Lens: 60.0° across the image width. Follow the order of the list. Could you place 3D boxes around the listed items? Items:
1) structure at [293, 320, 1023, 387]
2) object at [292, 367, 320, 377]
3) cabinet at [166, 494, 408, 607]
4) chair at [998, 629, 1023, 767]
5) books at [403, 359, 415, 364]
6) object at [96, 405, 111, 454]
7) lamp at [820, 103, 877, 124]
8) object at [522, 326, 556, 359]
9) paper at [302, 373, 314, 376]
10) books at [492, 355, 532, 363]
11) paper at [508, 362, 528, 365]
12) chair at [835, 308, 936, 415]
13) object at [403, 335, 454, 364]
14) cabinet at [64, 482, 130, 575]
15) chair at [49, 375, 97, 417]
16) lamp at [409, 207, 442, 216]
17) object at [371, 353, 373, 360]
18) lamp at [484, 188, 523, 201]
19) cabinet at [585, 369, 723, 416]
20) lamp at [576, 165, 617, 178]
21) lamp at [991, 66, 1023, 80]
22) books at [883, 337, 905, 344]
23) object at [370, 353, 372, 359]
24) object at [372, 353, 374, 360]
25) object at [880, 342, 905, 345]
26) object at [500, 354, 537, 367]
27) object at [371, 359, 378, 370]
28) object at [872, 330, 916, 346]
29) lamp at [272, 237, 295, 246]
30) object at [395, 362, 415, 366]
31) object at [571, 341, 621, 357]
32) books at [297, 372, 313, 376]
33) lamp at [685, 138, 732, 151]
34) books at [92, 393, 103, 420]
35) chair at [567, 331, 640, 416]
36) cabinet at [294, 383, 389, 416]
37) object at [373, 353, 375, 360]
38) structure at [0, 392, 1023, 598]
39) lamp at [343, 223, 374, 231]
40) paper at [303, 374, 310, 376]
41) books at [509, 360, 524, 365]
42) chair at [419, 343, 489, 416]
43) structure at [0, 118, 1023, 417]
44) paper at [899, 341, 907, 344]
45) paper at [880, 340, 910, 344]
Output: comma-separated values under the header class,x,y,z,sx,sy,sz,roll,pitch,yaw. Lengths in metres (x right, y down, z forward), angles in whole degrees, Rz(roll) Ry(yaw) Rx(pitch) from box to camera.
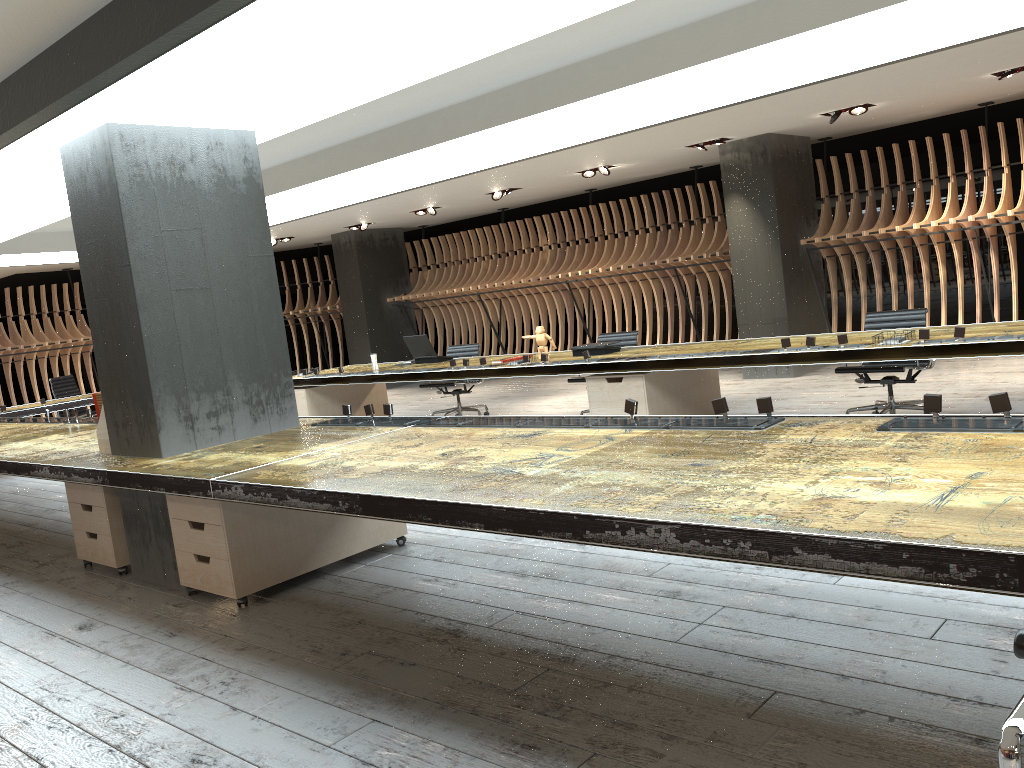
class,x,y,z,sx,sy,sz,roll,pitch,yaw
structure,1.510,0.049,7.036,10.447,0.843,1.164,-2,8,42
object,-2.370,-0.130,10.157,0.216,0.074,0.303,-3,7,37
cabinet,-1.235,0.730,4.970,0.593,0.629,1.134,-3,7,42
chair,1.083,0.701,1.225,0.693,0.858,0.669,-3,7,38
books,-1.103,-0.250,9.734,0.112,0.027,0.186,-4,7,27
object,-2.403,0.218,5.348,0.239,0.382,0.129,-3,7,42
lamp,3.413,-2.828,9.025,0.492,0.291,0.270,-2,7,42
object,0.234,-0.374,8.063,0.320,0.300,0.097,-5,6,26
paper,-2.365,-0.108,10.160,0.177,0.004,0.130,-13,8,-41
books,-0.010,-0.236,8.367,0.366,0.026,0.213,-12,7,-37
paper,0.060,-0.182,7.815,0.177,0.004,0.130,-13,8,-41
chair,2.856,-0.108,6.774,0.693,0.858,0.669,-3,7,38
object,-0.892,-0.384,9.496,0.372,0.315,0.366,-2,7,42
cabinet,-2.233,0.766,5.881,0.593,0.629,1.134,-3,7,42
chair,-6.127,0.368,12.686,0.698,1.021,0.667,-5,6,23
lamp,-1.297,-2.659,13.321,0.492,0.292,0.270,-2,7,42
object,-1.509,-0.250,9.605,0.007,0.170,0.030,-7,5,9
lamp,-0.119,-2.703,12.247,0.492,0.287,0.270,-2,7,42
cabinet,1.226,0.151,7.453,0.593,0.629,1.134,-3,7,42
lamp,1.058,-2.745,11.173,0.492,0.288,0.270,-2,7,42
lamp,4.591,-2.869,7.951,0.492,0.293,0.270,-2,7,42
books,2.427,-0.277,5.642,0.110,0.025,0.155,-3,7,37
object,-1.514,-0.251,9.614,0.007,0.170,0.030,-4,6,36
object,-1.501,-0.251,9.600,0.007,0.170,0.030,-9,5,-17
object,2.436,-0.263,5.645,0.177,0.004,0.130,-13,8,-42
object,0.055,-0.203,7.812,0.216,0.074,0.303,-3,7,37
object,-1.489,-0.209,9.622,0.062,0.111,0.062,-9,5,-14
object,2.430,-0.289,5.642,0.209,0.071,0.303,-3,7,37
lamp,-3.931,-2.483,14.942,0.493,0.291,0.270,-8,5,-3
object,-1.146,-0.225,9.741,0.219,0.019,0.213,-4,7,27
object,0.742,-0.308,7.818,0.372,0.088,0.263,-2,8,42
books,-2.373,-0.119,10.157,0.110,0.025,0.155,-3,7,37
lamp,2.236,-2.784,10.099,0.492,0.295,0.270,-2,7,42
books,-2.421,0.230,5.318,0.215,0.367,0.048,-3,7,42
chair,0.924,-0.043,8.580,0.693,0.858,0.669,-4,6,34
cabinet,-2.050,0.283,10.294,0.593,0.629,1.134,-3,7,42
object,-1.491,-0.252,9.598,0.007,0.170,0.030,-12,7,-44
structure,0.136,0.353,5.832,18.468,0.843,4.845,-2,8,42
lamp,-2.483,-2.614,14.385,0.492,0.293,0.270,-3,7,36
paper,-2.365,-0.107,10.160,0.177,0.004,0.130,-13,8,-42
books,0.052,-0.192,7.812,0.110,0.025,0.155,-3,7,37
chair,-0.660,0.010,10.057,0.693,0.858,0.669,-5,6,29
structure,-3.415,-0.286,8.018,36.539,2.436,14.911,-2,8,42
paper,2.435,-0.266,5.645,0.177,0.004,0.130,-13,8,-42
paper,2.435,-0.266,5.645,0.177,0.004,0.130,-13,8,-41
